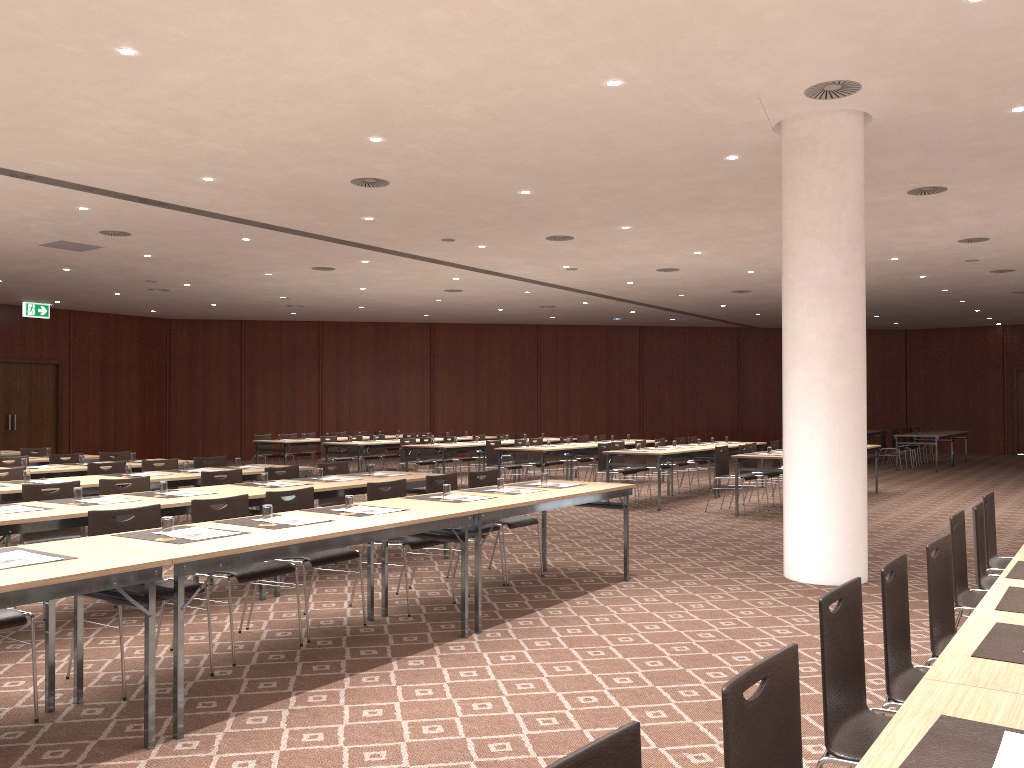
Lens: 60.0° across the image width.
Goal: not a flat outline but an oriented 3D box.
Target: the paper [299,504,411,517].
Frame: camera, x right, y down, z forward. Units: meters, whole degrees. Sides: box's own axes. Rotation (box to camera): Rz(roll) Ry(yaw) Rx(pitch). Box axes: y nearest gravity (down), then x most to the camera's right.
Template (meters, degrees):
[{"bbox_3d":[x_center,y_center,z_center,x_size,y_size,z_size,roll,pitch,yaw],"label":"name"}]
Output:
[{"bbox_3d":[-1.024,0.824,5.793,0.565,0.003,0.460,-1,-2,37],"label":"paper"}]

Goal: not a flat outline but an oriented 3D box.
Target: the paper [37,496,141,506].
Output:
[{"bbox_3d":[-3.046,0.844,6.414,0.565,0.003,0.460,-1,-2,31],"label":"paper"}]

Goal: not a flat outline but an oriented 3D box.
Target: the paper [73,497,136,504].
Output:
[{"bbox_3d":[-2.931,0.840,6.408,0.398,0.006,0.283,-1,-2,34],"label":"paper"}]

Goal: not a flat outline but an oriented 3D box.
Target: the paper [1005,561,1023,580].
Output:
[{"bbox_3d":[2.298,0.760,3.502,0.565,0.003,0.460,-1,-2,35],"label":"paper"}]

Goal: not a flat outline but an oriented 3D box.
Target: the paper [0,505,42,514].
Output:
[{"bbox_3d":[-3.321,0.827,5.854,0.398,0.006,0.283,-1,-2,37],"label":"paper"}]

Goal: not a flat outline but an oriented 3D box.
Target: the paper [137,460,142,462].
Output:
[{"bbox_3d":[-4.550,0.962,11.100,0.398,0.006,0.283,-1,-2,36],"label":"paper"}]

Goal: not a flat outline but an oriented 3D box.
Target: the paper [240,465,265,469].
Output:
[{"bbox_3d":[-2.933,0.929,9.934,0.398,0.006,0.283,-1,-2,34],"label":"paper"}]

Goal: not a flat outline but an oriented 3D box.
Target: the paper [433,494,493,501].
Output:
[{"bbox_3d":[-0.376,0.839,6.565,0.398,0.006,0.283,-1,-2,39],"label":"paper"}]

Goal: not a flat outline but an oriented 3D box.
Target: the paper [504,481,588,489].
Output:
[{"bbox_3d":[0.290,0.868,7.624,0.565,0.003,0.460,-1,-2,34],"label":"paper"}]

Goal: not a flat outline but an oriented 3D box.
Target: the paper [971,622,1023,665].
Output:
[{"bbox_3d":[1.600,0.733,2.407,0.565,0.003,0.460,-1,-2,36],"label":"paper"}]

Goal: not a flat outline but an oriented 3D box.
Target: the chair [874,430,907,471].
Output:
[{"bbox_3d":[8.967,1.555,20.999,0.614,0.939,0.536,-1,-1,37],"label":"chair"}]

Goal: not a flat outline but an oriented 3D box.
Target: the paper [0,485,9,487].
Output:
[{"bbox_3d":[-4.668,0.877,7.567,0.565,0.003,0.460,-1,-2,33],"label":"paper"}]

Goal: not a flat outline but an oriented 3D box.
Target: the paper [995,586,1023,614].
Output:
[{"bbox_3d":[1.959,0.747,2.960,0.565,0.003,0.460,-1,-2,34],"label":"paper"}]

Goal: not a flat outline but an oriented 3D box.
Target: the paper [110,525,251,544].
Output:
[{"bbox_3d":[-1.755,0.798,4.715,0.565,0.003,0.460,-1,-2,33],"label":"paper"}]

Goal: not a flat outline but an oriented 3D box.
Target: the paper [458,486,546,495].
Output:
[{"bbox_3d":[-0.081,0.856,7.128,0.565,0.003,0.460,-1,-2,36],"label":"paper"}]

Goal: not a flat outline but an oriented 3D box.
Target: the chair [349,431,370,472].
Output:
[{"bbox_3d":[-3.396,1.571,20.657,0.614,0.939,0.536,-1,-1,33],"label":"chair"}]

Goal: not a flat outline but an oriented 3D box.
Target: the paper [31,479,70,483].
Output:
[{"bbox_3d":[-4.198,0.885,8.089,0.398,0.006,0.283,-1,-2,37],"label":"paper"}]

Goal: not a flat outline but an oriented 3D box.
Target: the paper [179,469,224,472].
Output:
[{"bbox_3d":[-3.289,0.916,9.397,0.398,0.006,0.283,-1,-2,37],"label":"paper"}]

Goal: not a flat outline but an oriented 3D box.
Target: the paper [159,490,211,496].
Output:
[{"bbox_3d":[-2.557,0.852,6.935,0.398,0.006,0.283,-1,-2,35],"label":"paper"}]

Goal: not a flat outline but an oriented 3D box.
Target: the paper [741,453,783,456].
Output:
[{"bbox_3d":[3.543,0.982,12.351,0.565,0.003,0.460,-1,-2,35],"label":"paper"}]

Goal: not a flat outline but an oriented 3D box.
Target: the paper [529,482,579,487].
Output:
[{"bbox_3d":[0.354,0.865,7.657,0.398,0.006,0.283,-1,-2,34],"label":"paper"}]

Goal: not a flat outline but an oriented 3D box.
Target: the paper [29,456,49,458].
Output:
[{"bbox_3d":[-6.292,0.998,12.207,0.565,0.003,0.460,-1,-2,34],"label":"paper"}]

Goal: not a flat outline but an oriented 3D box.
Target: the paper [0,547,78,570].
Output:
[{"bbox_3d":[-2.303,0.780,3.943,0.565,0.003,0.460,-1,-2,34],"label":"paper"}]

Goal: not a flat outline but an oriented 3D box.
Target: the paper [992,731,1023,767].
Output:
[{"bbox_3d":[1.098,0.710,1.596,0.398,0.006,0.283,-1,-2,34],"label":"paper"}]

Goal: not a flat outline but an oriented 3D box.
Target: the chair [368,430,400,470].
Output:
[{"bbox_3d":[-3.051,1.586,21.260,0.614,0.939,0.536,-1,-1,33],"label":"chair"}]

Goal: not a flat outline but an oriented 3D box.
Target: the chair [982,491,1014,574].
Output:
[{"bbox_3d":[3.227,1.177,5.645,0.614,0.939,0.536,-1,-1,35],"label":"chair"}]

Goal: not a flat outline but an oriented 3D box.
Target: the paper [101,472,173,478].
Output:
[{"bbox_3d":[-3.755,0.907,8.853,0.565,0.003,0.460,-1,-2,35],"label":"paper"}]

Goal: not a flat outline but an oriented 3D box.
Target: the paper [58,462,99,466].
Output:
[{"bbox_3d":[-5.009,0.953,10.531,0.565,0.003,0.460,-1,-2,33],"label":"paper"}]

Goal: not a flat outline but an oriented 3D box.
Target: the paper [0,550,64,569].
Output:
[{"bbox_3d":[-2.227,0.775,3.930,0.398,0.006,0.283,-1,-2,35],"label":"paper"}]

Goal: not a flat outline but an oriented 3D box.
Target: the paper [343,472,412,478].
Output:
[{"bbox_3d":[-1.357,0.902,8.810,0.565,0.003,0.460,-1,-2,33],"label":"paper"}]

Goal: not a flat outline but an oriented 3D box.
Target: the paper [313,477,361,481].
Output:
[{"bbox_3d":[-1.636,0.885,8.284,0.398,0.006,0.283,-1,-2,36],"label":"paper"}]

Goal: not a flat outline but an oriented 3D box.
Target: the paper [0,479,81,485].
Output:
[{"bbox_3d":[-4.291,0.888,8.050,0.565,0.003,0.460,-1,-2,34],"label":"paper"}]

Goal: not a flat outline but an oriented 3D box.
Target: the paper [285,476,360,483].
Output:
[{"bbox_3d":[-1.752,0.889,8.273,0.565,0.003,0.460,-1,-2,36],"label":"paper"}]

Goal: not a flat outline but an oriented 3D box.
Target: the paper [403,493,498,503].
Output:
[{"bbox_3d":[-0.465,0.843,6.570,0.565,0.003,0.460,-1,-2,38],"label":"paper"}]

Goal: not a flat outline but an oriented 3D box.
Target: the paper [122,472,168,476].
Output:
[{"bbox_3d":[-3.655,0.904,8.865,0.398,0.006,0.283,-1,-2,35],"label":"paper"}]

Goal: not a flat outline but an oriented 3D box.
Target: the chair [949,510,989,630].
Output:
[{"bbox_3d":[2.497,1.152,4.595,0.614,0.939,0.536,-1,-1,34],"label":"chair"}]

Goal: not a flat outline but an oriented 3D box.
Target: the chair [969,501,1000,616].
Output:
[{"bbox_3d":[2.835,1.162,5.020,0.614,0.939,0.536,-1,-1,32],"label":"chair"}]

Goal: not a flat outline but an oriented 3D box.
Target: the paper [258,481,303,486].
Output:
[{"bbox_3d":[-2.020,0.872,7.743,0.398,0.006,0.283,-1,-2,36],"label":"paper"}]

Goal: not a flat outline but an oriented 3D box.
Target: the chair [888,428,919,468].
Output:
[{"bbox_3d":[9.717,1.579,21.999,0.614,0.939,0.536,-1,-1,37],"label":"chair"}]

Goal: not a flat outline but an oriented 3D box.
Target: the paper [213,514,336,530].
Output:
[{"bbox_3d":[-1.406,0.811,5.235,0.565,0.003,0.460,-1,-2,36],"label":"paper"}]

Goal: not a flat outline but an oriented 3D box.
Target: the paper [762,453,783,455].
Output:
[{"bbox_3d":[3.634,0.977,12.333,0.398,0.006,0.283,-1,-2,34],"label":"paper"}]

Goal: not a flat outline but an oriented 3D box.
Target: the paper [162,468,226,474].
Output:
[{"bbox_3d":[-3.376,0.920,9.390,0.565,0.003,0.460,-1,-2,37],"label":"paper"}]

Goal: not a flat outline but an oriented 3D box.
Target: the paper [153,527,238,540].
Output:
[{"bbox_3d":[-1.684,0.795,4.730,0.398,0.006,0.283,-1,-2,37],"label":"paper"}]

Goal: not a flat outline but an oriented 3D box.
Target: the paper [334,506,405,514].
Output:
[{"bbox_3d":[-0.940,0.820,5.781,0.398,0.006,0.283,-1,-2,33],"label":"paper"}]

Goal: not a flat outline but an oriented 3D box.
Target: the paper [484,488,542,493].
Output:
[{"bbox_3d":[0.012,0.852,7.101,0.398,0.006,0.283,-1,-2,35],"label":"paper"}]

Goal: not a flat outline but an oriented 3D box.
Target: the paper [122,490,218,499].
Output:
[{"bbox_3d":[-2.662,0.856,6.909,0.565,0.003,0.460,-1,-2,33],"label":"paper"}]

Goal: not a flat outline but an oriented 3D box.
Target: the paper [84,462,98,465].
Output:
[{"bbox_3d":[-4.939,0.949,10.542,0.398,0.006,0.283,-1,-2,32],"label":"paper"}]

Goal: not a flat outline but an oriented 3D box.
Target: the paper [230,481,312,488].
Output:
[{"bbox_3d":[-2.088,0.876,7.738,0.565,0.003,0.460,-1,-2,36],"label":"paper"}]

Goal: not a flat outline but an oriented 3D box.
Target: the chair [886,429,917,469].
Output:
[{"bbox_3d":[9.393,1.565,21.407,0.614,0.939,0.536,-1,-1,35],"label":"chair"}]

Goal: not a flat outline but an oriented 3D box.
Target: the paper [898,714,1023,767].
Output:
[{"bbox_3d":[1.022,0.713,1.581,0.565,0.003,0.460,-1,-2,37],"label":"paper"}]

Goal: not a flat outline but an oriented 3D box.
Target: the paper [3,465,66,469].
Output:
[{"bbox_3d":[-5.376,0.941,10.031,0.565,0.003,0.460,-1,-2,34],"label":"paper"}]

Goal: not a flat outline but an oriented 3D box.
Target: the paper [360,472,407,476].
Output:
[{"bbox_3d":[-1.266,0.898,8.810,0.398,0.006,0.283,-1,-2,32],"label":"paper"}]

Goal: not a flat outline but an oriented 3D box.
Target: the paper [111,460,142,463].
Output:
[{"bbox_3d":[-4.639,0.966,11.079,0.565,0.003,0.460,-1,-2,35],"label":"paper"}]

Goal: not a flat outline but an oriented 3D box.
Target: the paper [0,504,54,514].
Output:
[{"bbox_3d":[-3.406,0.831,5.872,0.565,0.003,0.460,-1,-2,34],"label":"paper"}]

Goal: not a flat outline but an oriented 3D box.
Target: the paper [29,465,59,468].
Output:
[{"bbox_3d":[-5.290,0.936,10.016,0.398,0.006,0.283,-1,-2,32],"label":"paper"}]

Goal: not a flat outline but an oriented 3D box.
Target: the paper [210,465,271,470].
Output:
[{"bbox_3d":[-3.012,0.934,9.954,0.565,0.003,0.460,-1,-2,34],"label":"paper"}]

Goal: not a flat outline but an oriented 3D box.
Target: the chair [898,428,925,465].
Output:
[{"bbox_3d":[10.296,1.601,22.910,0.614,0.939,0.536,-1,-1,34],"label":"chair"}]

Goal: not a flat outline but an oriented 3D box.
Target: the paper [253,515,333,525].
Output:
[{"bbox_3d":[-1.309,0.808,5.278,0.398,0.006,0.283,-1,-2,34],"label":"paper"}]

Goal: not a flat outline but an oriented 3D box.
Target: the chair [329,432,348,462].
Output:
[{"bbox_3d":[-3.812,1.559,20.165,0.614,0.939,0.536,-1,-1,37],"label":"chair"}]
